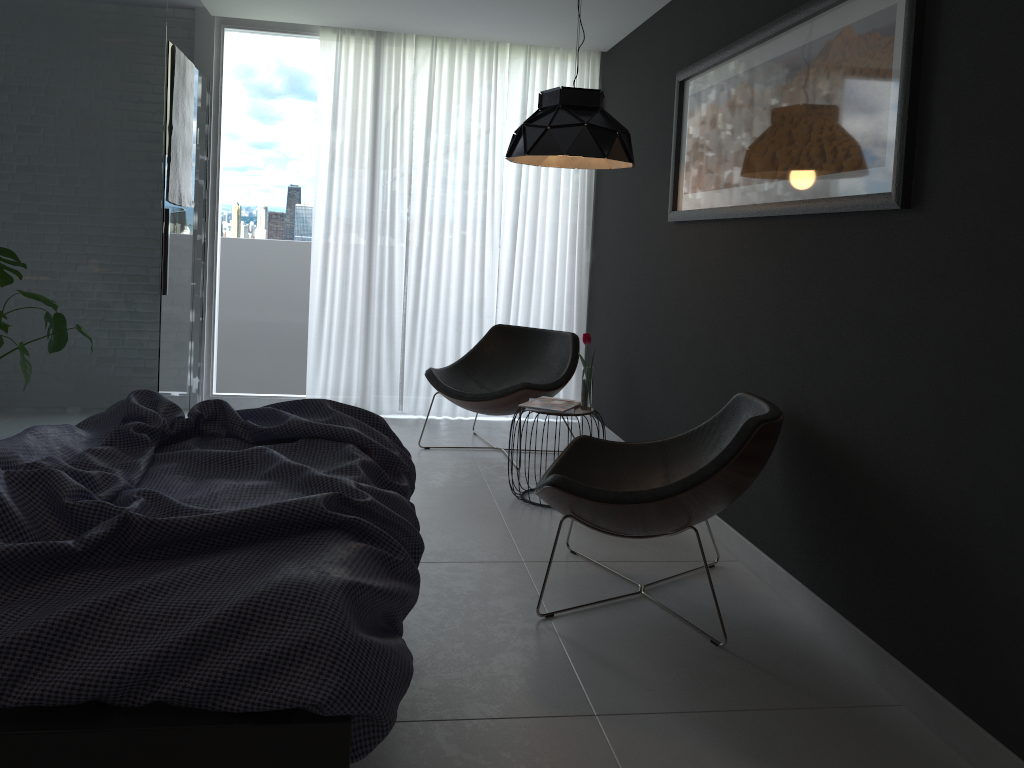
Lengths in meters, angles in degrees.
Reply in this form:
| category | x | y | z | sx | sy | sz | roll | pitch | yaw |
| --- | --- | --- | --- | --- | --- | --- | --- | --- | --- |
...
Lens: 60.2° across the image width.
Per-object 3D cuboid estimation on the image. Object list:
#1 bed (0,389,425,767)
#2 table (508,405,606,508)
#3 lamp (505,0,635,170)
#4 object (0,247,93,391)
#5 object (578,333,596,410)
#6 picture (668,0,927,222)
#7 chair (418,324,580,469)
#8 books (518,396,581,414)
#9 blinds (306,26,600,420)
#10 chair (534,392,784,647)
| category | x | y | z | sx | sy | sz | roll | pitch | yaw |
| --- | --- | --- | --- | --- | --- | --- | --- | --- | --- |
| bed | -1.483 | -0.261 | 2.126 | 2.606 | 2.030 | 2.580 | 2 | 7 | -9 |
| table | 0.209 | 0.324 | 4.140 | 0.451 | 0.433 | 0.454 | -1 | 8 | -32 |
| lamp | 0.293 | -1.459 | 4.012 | 0.583 | 0.898 | 0.612 | 4 | 6 | 9 |
| object | -2.369 | -0.076 | 3.828 | 0.852 | 1.042 | 0.997 | 4 | 6 | 9 |
| object | 0.344 | -0.057 | 4.086 | 0.066 | 0.353 | 0.077 | 5 | 4 | 23 |
| picture | 0.951 | -1.001 | 3.380 | 0.041 | 0.717 | 1.967 | 2 | 8 | -9 |
| chair | -0.044 | 0.035 | 5.074 | 0.793 | 0.687 | 0.817 | 7 | 8 | 33 |
| books | -3.203 | 0.404 | 2.155 | 8.237 | 0.370 | 0.408 | -2 | 8 | -30 |
| blinds | -0.365 | -1.116 | 5.814 | 1.851 | 2.682 | 0.137 | 2 | 4 | -9 |
| chair | 0.489 | 0.382 | 3.043 | 0.814 | 0.687 | 0.795 | 5 | 7 | 12 |
